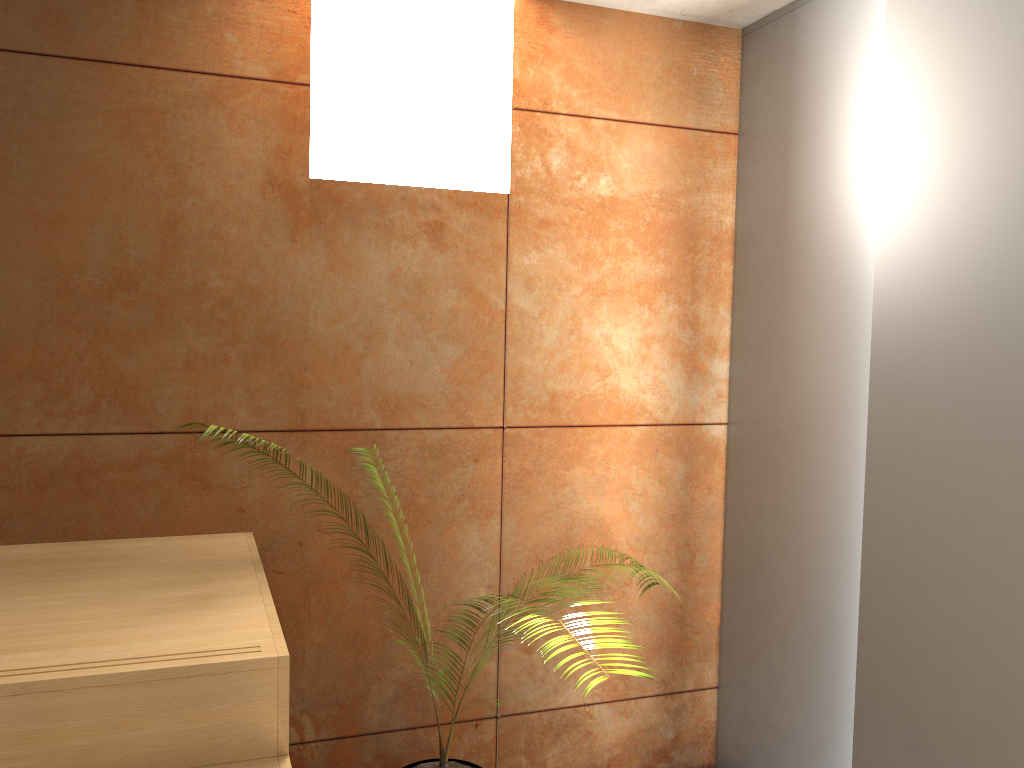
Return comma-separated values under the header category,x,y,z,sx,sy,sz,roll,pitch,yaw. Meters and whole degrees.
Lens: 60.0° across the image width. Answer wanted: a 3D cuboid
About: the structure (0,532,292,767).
category,x,y,z,sx,sy,sz,roll,pitch,yaw
structure,-1.155,0.864,1.100,1.950,1.110,2.400,0,3,-20
